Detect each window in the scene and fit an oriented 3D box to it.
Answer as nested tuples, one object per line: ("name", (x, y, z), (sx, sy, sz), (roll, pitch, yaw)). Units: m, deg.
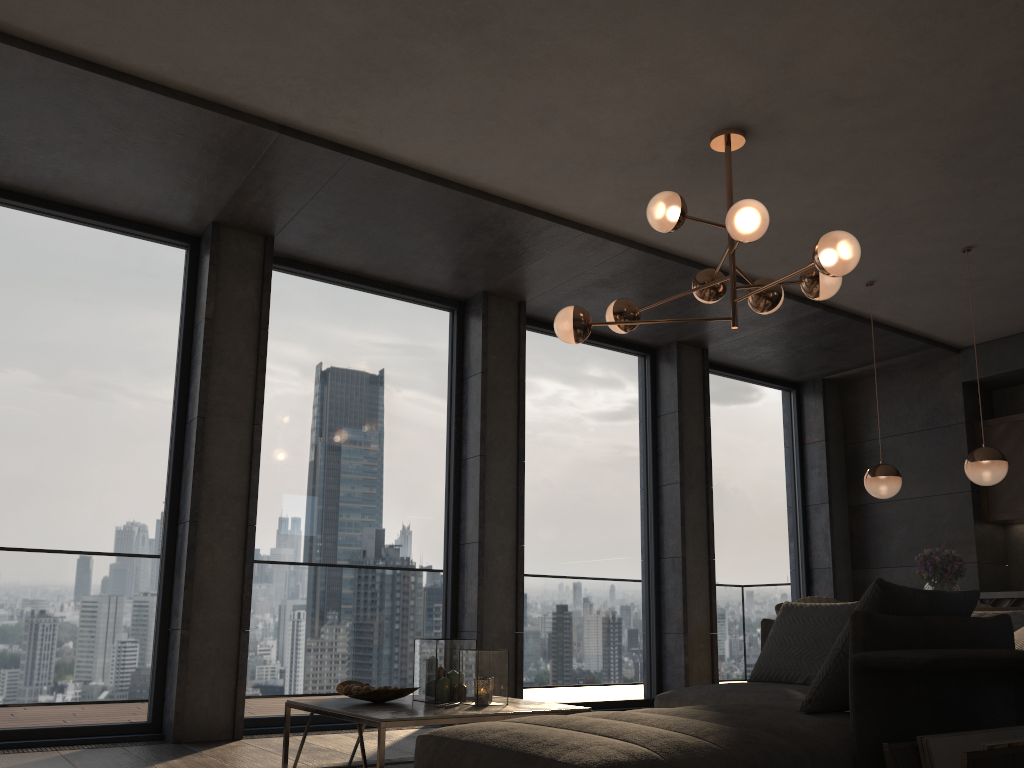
("window", (-0.224, 0.879, 6.392), (7.312, 2.948, 0.201), (11, -14, -33))

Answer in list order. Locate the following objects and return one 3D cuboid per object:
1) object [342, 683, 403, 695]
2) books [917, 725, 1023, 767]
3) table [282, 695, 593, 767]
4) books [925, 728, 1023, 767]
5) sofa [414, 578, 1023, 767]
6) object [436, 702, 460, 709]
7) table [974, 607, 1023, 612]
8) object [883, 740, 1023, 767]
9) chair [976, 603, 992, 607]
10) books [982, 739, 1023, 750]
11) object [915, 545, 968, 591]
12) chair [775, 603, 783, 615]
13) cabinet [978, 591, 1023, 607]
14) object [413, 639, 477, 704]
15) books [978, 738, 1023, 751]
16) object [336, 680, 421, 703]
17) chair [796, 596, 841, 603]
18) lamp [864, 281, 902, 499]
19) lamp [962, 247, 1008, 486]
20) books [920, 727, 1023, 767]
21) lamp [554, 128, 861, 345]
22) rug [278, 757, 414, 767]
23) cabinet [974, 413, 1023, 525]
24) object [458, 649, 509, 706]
("object", (-0.561, 1.283, 3.665), (0.280, 0.070, 0.327), (-14, -21, 43))
("books", (1.301, 1.125, 2.394), (0.571, 0.349, 0.063), (10, -14, -33))
("table", (-0.323, 1.468, 3.614), (0.936, 0.303, 0.943), (10, -18, -33))
("books", (1.317, 1.118, 2.363), (0.571, 0.347, 0.080), (10, -14, -33))
("sofa", (0.977, 1.149, 3.251), (2.930, 0.770, 2.050), (11, -18, -33))
("object", (-0.247, 1.277, 3.512), (0.046, 0.012, 0.184), (-4, -16, 16))
("table", (2.674, 1.783, 5.451), (0.774, 0.755, 1.486), (9, -17, -33))
("object", (1.273, 1.108, 2.296), (0.671, 0.346, 0.219), (10, -15, -33))
("chair", (3.012, 1.903, 5.993), (0.514, 0.822, 0.561), (10, -16, -38))
("books", (1.363, 1.095, 2.282), (0.571, 0.349, 0.065), (10, -14, -33))
("object", (2.711, 1.216, 5.565), (0.299, 0.402, 0.333), (-5, -14, 26))
("chair", (2.162, 1.953, 6.206), (0.558, 0.822, 0.517), (7, -14, -29))
("cabinet", (4.965, 1.842, 5.926), (0.604, 0.932, 3.437), (8, -17, -33))
("object", (-0.289, 1.227, 3.789), (0.198, 0.256, 0.202), (9, -15, -33))
("books", (1.362, 1.099, 2.297), (0.571, 0.349, 0.065), (10, -14, -33))
("object", (-0.555, 1.282, 3.672), (0.349, 0.082, 0.352), (-9, -18, 32))
("chair", (2.046, 1.721, 5.373), (0.512, 0.822, 0.563), (6, -13, -24))
("lamp", (2.519, 0.030, 6.103), (0.240, 1.518, 0.242), (6, -12, -28))
("lamp", (2.911, -0.124, 5.531), (0.240, 1.518, 0.242), (-6, -13, 31))
("books", (1.308, 1.121, 2.379), (0.571, 0.348, 0.068), (10, -14, -33))
("lamp", (1.045, -0.701, 4.443), (1.471, 1.020, 1.029), (-8, -16, 31))
("rug", (0.163, 1.637, 3.623), (3.164, 0.020, 1.752), (11, -18, -33))
("cabinet", (5.076, 0.404, 6.264), (0.371, 0.849, 3.438), (8, -17, -33))
("object", (-0.118, 1.211, 3.653), (0.150, 0.217, 0.150), (9, -15, -33))
